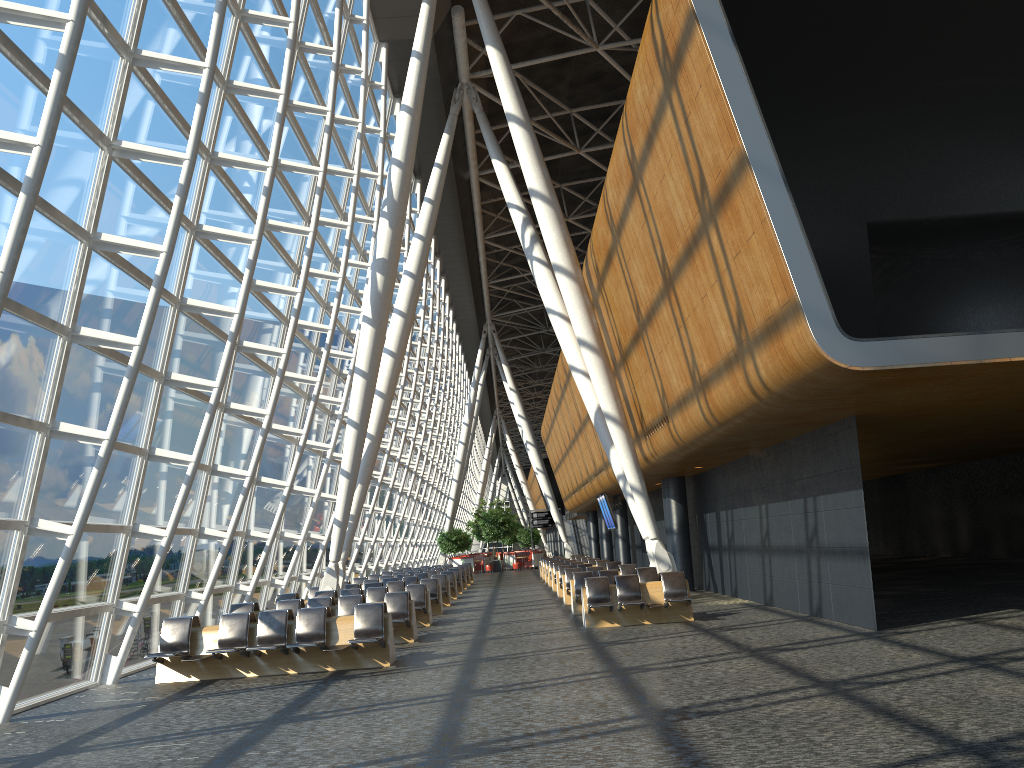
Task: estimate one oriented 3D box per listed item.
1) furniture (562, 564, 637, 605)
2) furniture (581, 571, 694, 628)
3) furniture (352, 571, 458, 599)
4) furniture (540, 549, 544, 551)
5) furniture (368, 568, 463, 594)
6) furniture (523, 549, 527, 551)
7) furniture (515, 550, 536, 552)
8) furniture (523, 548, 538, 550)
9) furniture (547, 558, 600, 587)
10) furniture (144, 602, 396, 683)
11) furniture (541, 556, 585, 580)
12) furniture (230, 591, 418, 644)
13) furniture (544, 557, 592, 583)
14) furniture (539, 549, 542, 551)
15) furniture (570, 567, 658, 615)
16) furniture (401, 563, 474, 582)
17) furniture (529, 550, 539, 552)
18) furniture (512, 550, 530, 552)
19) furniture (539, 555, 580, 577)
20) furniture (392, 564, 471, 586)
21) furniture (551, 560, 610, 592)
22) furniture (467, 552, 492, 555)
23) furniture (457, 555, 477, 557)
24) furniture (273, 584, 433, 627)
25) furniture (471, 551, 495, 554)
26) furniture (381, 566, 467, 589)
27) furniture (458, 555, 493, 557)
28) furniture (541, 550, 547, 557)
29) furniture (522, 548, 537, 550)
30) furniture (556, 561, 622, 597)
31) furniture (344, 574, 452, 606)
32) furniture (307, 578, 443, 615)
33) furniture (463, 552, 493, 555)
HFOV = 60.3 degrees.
[{"bbox_3d":[2.210,4.942,21.804,1.896,0.861,1.680,-4,-9,-1],"label":"furniture"},{"bbox_3d":[2.215,3.855,15.820,1.896,0.861,1.680,-4,-9,-1],"label":"furniture"},{"bbox_3d":[-3.355,6.379,27.521,3.250,0.861,1.680,-4,-9,0],"label":"furniture"},{"bbox_3d":[2.154,15.877,82.013,1.896,0.861,1.680,-4,-9,-1],"label":"furniture"},{"bbox_3d":[-3.357,6.922,30.513,3.250,0.861,1.680,-4,-9,0],"label":"furniture"},{"bbox_3d":[2.140,18.594,96.973,1.896,0.861,1.680,-4,-9,-1],"label":"furniture"},{"bbox_3d":[0.891,12.566,63.689,0.888,0.998,2.862,0,-10,-33],"label":"furniture"},{"bbox_3d":[2.137,19.138,99.965,1.896,0.861,1.680,-4,-9,-1],"label":"furniture"},{"bbox_3d":[2.201,6.572,30.780,1.896,0.861,1.680,-4,-9,-1],"label":"furniture"},{"bbox_3d":[-3.341,3.661,12.561,3.250,0.861,1.680,-4,-9,0],"label":"furniture"},{"bbox_3d":[2.196,7.659,36.764,1.896,0.861,1.680,-4,-9,-1],"label":"furniture"},{"bbox_3d":[-3.344,4.205,15.553,3.250,0.861,1.680,-4,-9,0],"label":"furniture"},{"bbox_3d":[2.198,7.116,33.772,1.896,0.861,1.680,-4,-9,-1],"label":"furniture"},{"bbox_3d":[2.151,16.421,85.005,1.896,0.861,1.680,-4,-9,-1],"label":"furniture"},{"bbox_3d":[2.212,4.399,18.812,1.896,0.861,1.680,-4,-9,-1],"label":"furniture"},{"bbox_3d":[-3.366,8.552,39.489,3.250,0.861,1.680,-4,-9,0],"label":"furniture"},{"bbox_3d":[1.406,12.002,60.787,0.890,0.997,2.858,-6,-10,12],"label":"furniture"},{"bbox_3d":[0.553,13.261,67.383,0.896,0.998,2.836,-10,-11,41],"label":"furniture"},{"bbox_3d":[2.193,8.203,39.756,1.896,0.861,1.680,-4,-9,-1],"label":"furniture"},{"bbox_3d":[-3.363,8.009,36.497,3.250,0.861,1.680,-4,-9,0],"label":"furniture"},{"bbox_3d":[2.204,6.029,27.788,1.896,0.861,1.680,-4,-9,-1],"label":"furniture"},{"bbox_3d":[-2.489,14.259,71.684,0.896,0.998,2.836,-10,-11,41],"label":"furniture"},{"bbox_3d":[-2.872,12.180,60.077,0.888,0.998,2.862,0,-10,-33],"label":"furniture"},{"bbox_3d":[-3.346,4.748,18.545,3.250,0.861,1.680,-4,-9,0],"label":"furniture"},{"bbox_3d":[-3.424,20.031,102.690,3.250,0.861,1.680,-4,-9,0],"label":"furniture"},{"bbox_3d":[-3.360,7.465,33.505,3.250,0.861,1.680,-4,-9,0],"label":"furniture"},{"bbox_3d":[-3.405,16.227,81.746,3.250,0.861,1.680,-4,-9,0],"label":"furniture"},{"bbox_3d":[2.157,15.334,79.021,1.896,0.861,1.680,-4,-9,-1],"label":"furniture"},{"bbox_3d":[2.134,19.681,102.957,1.896,0.861,1.680,-4,-9,-1],"label":"furniture"},{"bbox_3d":[2.207,5.486,24.796,1.896,0.861,1.680,-4,-9,-1],"label":"furniture"},{"bbox_3d":[-3.352,5.835,24.529,3.250,0.861,1.680,-4,-9,0],"label":"furniture"},{"bbox_3d":[-3.349,5.292,21.537,3.250,0.861,1.680,-4,-9,0],"label":"furniture"},{"bbox_3d":[-3.413,17.857,90.722,3.250,0.861,1.680,-4,-9,0],"label":"furniture"}]
